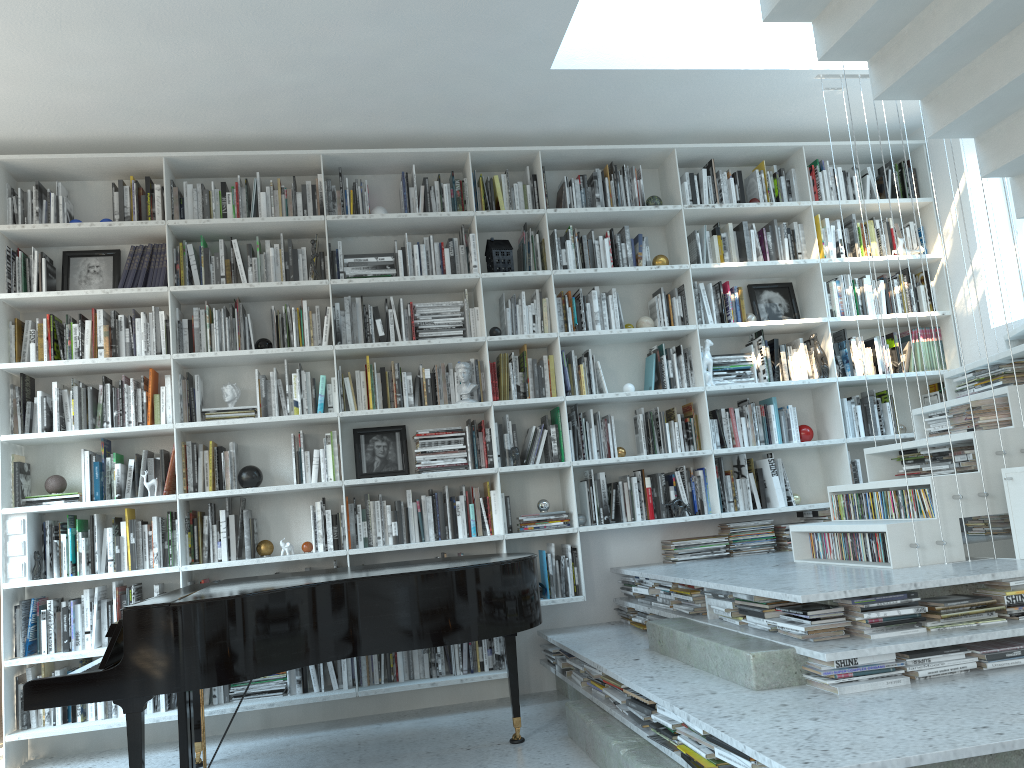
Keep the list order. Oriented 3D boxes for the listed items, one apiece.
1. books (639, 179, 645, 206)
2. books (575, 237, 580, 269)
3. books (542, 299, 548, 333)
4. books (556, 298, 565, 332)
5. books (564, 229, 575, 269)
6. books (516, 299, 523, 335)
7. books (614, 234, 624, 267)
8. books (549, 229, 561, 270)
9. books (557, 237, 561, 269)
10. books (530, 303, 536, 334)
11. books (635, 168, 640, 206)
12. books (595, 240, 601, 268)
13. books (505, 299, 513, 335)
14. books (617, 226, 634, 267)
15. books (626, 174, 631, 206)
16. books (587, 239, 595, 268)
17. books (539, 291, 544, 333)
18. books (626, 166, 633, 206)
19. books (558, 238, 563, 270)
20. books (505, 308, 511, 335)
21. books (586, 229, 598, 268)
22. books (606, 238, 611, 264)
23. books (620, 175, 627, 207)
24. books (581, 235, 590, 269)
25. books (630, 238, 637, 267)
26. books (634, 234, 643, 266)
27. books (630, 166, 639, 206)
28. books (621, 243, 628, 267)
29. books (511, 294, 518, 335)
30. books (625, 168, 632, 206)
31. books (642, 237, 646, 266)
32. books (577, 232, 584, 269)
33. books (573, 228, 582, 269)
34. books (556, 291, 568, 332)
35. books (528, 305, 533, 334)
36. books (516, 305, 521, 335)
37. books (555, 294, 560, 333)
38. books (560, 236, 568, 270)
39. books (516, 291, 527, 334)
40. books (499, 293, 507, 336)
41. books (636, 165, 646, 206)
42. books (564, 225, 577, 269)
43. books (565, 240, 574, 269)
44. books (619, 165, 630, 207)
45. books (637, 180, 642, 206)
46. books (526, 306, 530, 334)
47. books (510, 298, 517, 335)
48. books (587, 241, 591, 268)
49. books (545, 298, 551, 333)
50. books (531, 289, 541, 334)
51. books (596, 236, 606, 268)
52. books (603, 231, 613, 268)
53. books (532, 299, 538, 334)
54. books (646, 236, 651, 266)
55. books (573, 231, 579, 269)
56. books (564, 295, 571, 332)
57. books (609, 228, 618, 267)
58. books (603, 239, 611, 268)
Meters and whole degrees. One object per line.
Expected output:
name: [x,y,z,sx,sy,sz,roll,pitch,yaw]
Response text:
books: [0.781,-1.128,5.474,0.014,0.208,0.188,-4,-8,-11]
books: [0.378,-0.749,5.356,0.012,0.235,0.165,-4,-8,-11]
books: [0.181,-0.372,5.243,0.028,0.229,0.177,-4,-8,-11]
books: [0.277,-0.381,5.293,0.030,0.242,0.138,-4,-8,-11]
books: [0.341,-0.771,5.350,0.011,0.283,0.173,-4,-8,-11]
books: [0.039,-0.363,5.233,0.023,0.235,0.179,-4,-8,-11]
books: [0.631,-0.769,5.392,0.030,0.237,0.186,-4,-8,-11]
books: [0.257,-0.767,5.328,0.012,0.284,0.160,-4,-8,-11]
books: [0.265,-0.762,5.349,0.011,0.279,0.133,-4,-8,-11]
books: [0.113,-0.357,5.238,0.029,0.211,0.158,-4,-8,-11]
books: [0.750,-1.161,5.469,0.008,0.278,0.180,-4,-8,-11]
books: [0.506,-0.747,5.384,0.025,0.216,0.144,-4,-8,-11]
books: [-0.020,-0.361,5.233,0.024,0.242,0.159,-4,-8,-11]
books: [0.686,-0.797,5.398,0.029,0.285,0.183,-4,-8,-11]
books: [0.694,-1.146,5.469,0.014,0.258,0.150,-4,-8,-11]
books: [0.467,-0.747,5.383,0.028,0.223,0.142,-4,-8,-11]
books: [0.160,-0.392,5.258,0.025,0.276,0.173,-4,-8,-11]
books: [0.715,-1.175,5.500,0.008,0.321,0.134,-4,-8,-11]
books: [0.280,-0.744,5.343,0.012,0.239,0.139,-4,-8,-11]
books: [-0.033,-0.335,5.206,0.028,0.185,0.181,-4,-8,-11]
books: [0.484,-0.779,5.387,0.013,0.284,0.154,-4,-8,-11]
books: [0.568,-0.756,5.384,0.011,0.222,0.159,-4,-8,-11]
books: [0.668,-1.141,5.466,0.024,0.252,0.150,-4,-8,-11]
books: [0.429,-0.757,5.355,0.027,0.241,0.160,-4,-8,-11]
books: [0.716,-0.761,5.412,0.030,0.212,0.157,-4,-8,-11]
books: [0.758,-0.777,5.410,0.054,0.235,0.171,-4,-8,-11]
books: [0.738,-1.169,5.474,0.013,0.296,0.189,-4,-8,-11]
books: [0.661,-0.742,5.398,0.027,0.181,0.176,-4,-8,-11]
books: [0.011,-0.380,5.237,0.019,0.275,0.146,-4,-8,-11]
books: [0.706,-1.166,5.480,0.019,0.299,0.137,-4,-8,-11]
books: [0.779,-0.767,5.422,0.048,0.216,0.182,-4,-8,-11]
books: [0.404,-0.769,5.377,0.012,0.276,0.133,-4,-8,-11]
books: [0.388,-0.779,5.368,0.021,0.295,0.138,-4,-8,-11]
books: [0.298,-0.401,5.296,0.014,0.278,0.154,-4,-8,-11]
books: [0.093,-0.348,5.233,0.027,0.196,0.185,-4,-8,-11]
books: [0.025,-0.347,5.234,0.023,0.207,0.171,-4,-8,-11]
books: [0.239,-0.386,5.263,0.028,0.251,0.190,-4,-8,-11]
books: [0.299,-0.748,5.341,0.026,0.243,0.148,-4,-8,-11]
books: [0.058,-0.387,5.218,0.028,0.275,0.187,-4,-8,-11]
books: [-0.054,-0.380,5.231,0.018,0.285,0.160,-4,-8,-11]
books: [0.786,-1.176,5.483,0.006,0.306,0.163,-4,-8,-11]
books: [0.353,-0.784,5.348,0.014,0.306,0.152,-4,-8,-11]
books: [0.329,-0.735,5.325,0.026,0.207,0.181,-4,-8,-11]
books: [0.683,-1.170,5.464,0.008,0.306,0.183,-4,-8,-11]
books: [0.763,-1.128,5.480,0.018,0.214,0.158,-4,-8,-11]
books: [0.075,-0.347,5.226,0.024,0.194,0.173,-4,-8,-11]
books: [-0.003,-0.367,5.232,0.028,0.249,0.165,-4,-8,-11]
books: [0.447,-0.742,5.375,0.014,0.214,0.132,-4,-8,-11]
books: [0.196,-0.375,5.262,0.026,0.237,0.173,-4,-8,-11]
books: [0.143,-0.398,5.259,0.028,0.293,0.154,-4,-8,-11]
books: [0.531,-0.761,5.378,0.023,0.236,0.149,-4,-8,-11]
books: [0.577,-0.777,5.390,0.012,0.264,0.156,-4,-8,-11]
books: [0.129,-0.368,5.250,0.024,0.233,0.150,-4,-8,-11]
books: [0.812,-0.773,5.447,0.026,0.229,0.140,-4,-8,-11]
books: [0.367,-0.766,5.347,0.010,0.268,0.166,-4,-8,-11]
books: [0.316,-0.389,5.280,0.014,0.247,0.177,-4,-8,-11]
books: [0.605,-0.787,5.410,0.012,0.284,0.160,-4,-8,-11]
books: [0.556,-0.751,5.366,0.021,0.209,0.181,-4,-8,-11]
